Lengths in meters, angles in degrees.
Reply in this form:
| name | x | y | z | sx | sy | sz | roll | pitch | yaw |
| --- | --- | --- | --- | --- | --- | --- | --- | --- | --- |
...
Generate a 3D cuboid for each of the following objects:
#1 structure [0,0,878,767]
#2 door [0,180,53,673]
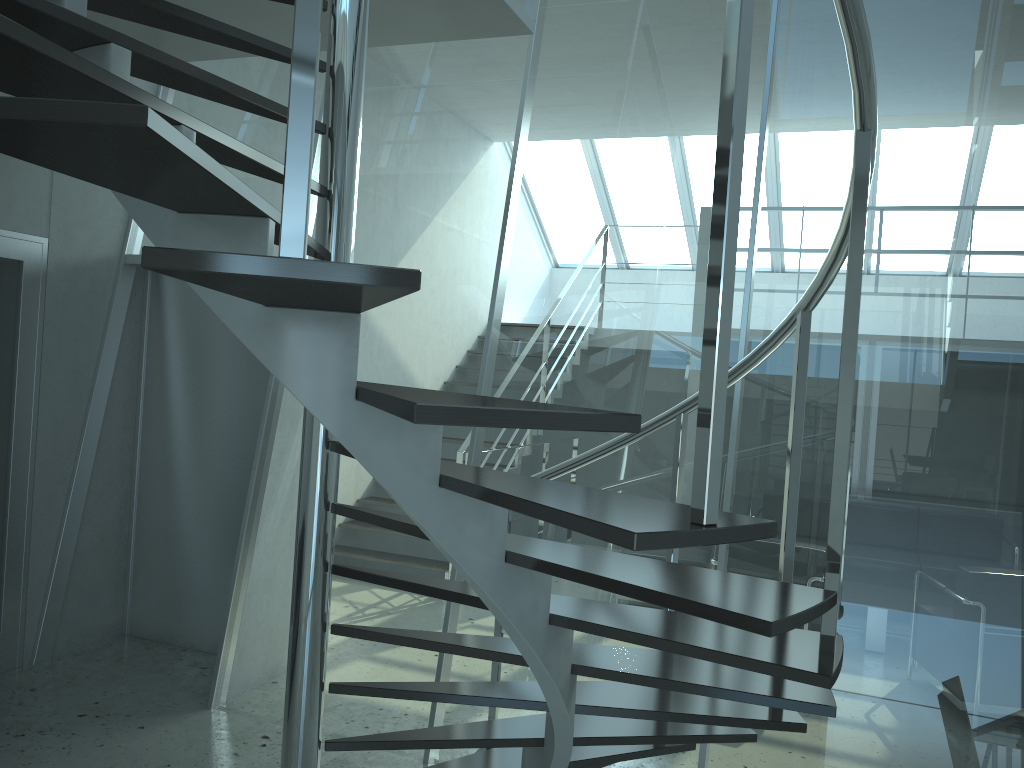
| name | x | y | z | sx | sy | sz | roll | pitch | yaw |
| --- | --- | --- | --- | --- | --- | --- | --- | --- | --- |
| structure | -1.021 | -0.554 | 2.466 | 3.780 | 4.156 | 2.655 | 4 | 1 | 21 |
| door | -2.917 | -0.029 | 4.286 | 1.162 | 3.200 | 2.576 | 4 | 1 | -21 |
